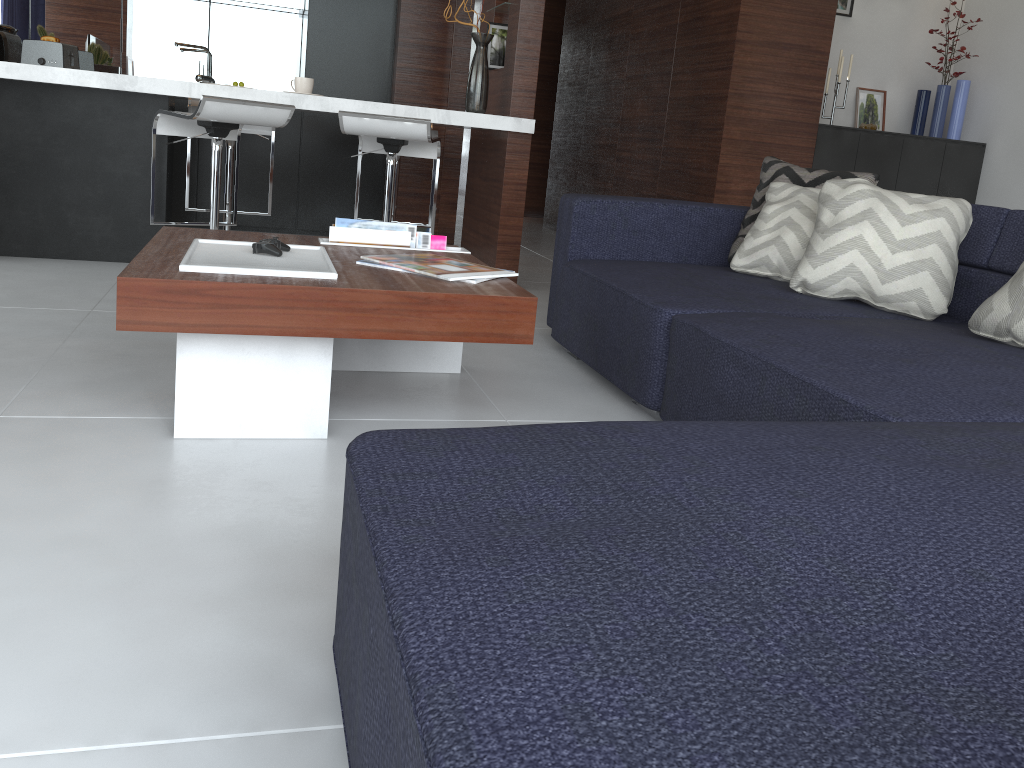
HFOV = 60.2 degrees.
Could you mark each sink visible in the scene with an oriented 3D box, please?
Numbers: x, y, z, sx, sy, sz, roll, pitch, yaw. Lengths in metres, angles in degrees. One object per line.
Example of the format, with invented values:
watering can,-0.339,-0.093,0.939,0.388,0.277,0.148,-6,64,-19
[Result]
sink,-1.874,-1.743,5.165,0.852,0.484,0.513,2,14,-16

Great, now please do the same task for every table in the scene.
table,-0.451,-0.141,2.114,0.804,0.346,0.816,1,15,-16

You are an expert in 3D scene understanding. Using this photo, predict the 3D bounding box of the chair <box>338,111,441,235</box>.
chair,-0.548,-0.793,3.809,0.396,0.697,0.472,6,12,1

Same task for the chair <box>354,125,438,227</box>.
chair,-0.583,-0.985,4.445,0.396,0.728,0.472,4,12,-11

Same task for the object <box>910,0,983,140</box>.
object,2.532,-1.858,5.141,0.272,0.846,0.274,5,11,-2

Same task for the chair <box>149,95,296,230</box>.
chair,-1.169,-0.770,3.495,0.398,0.697,0.470,-5,16,-43

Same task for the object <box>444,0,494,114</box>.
object,-0.163,-1.539,3.796,0.198,0.722,0.394,-2,14,-35

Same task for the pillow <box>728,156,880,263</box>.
pillow,0.955,-0.552,2.928,0.420,0.379,0.222,18,17,42

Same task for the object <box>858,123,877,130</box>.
object,2.026,-1.461,5.028,0.100,0.045,0.105,14,16,28

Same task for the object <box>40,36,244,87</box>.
object,-1.923,-1.642,4.480,1.899,0.218,0.141,17,16,37

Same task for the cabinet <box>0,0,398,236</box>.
cabinet,-2.417,-2.217,4.903,3.474,2.512,0.718,2,12,-16

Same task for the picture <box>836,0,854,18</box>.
picture,1.841,-2.272,5.014,0.262,0.329,0.015,2,11,-17

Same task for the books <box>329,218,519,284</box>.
books,-2.494,-1.261,5.163,0.406,0.366,8.368,-4,18,-36

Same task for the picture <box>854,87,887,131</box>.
picture,2.115,-1.610,5.210,0.202,0.252,0.060,2,11,-17

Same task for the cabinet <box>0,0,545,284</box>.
cabinet,-1.522,-1.788,3.653,3.331,2.510,0.800,2,12,-16

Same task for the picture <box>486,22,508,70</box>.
picture,-0.037,-1.595,4.189,0.175,0.218,0.052,3,11,-13

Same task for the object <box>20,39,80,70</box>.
object,-2.613,-1.834,4.995,0.260,0.192,0.179,7,13,4

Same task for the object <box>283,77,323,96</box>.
object,-0.941,-1.338,3.990,0.182,0.085,0.185,-6,19,-39

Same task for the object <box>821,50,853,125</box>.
object,1.802,-1.643,4.899,0.101,0.419,0.102,-1,13,-33

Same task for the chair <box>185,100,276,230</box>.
chair,-1.329,-0.986,4.174,0.396,0.728,0.472,1,13,-21

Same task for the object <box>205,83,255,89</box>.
object,-1.278,-1.340,4.004,0.239,0.019,0.242,-9,21,-43

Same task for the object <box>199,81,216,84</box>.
object,-1.285,-1.337,3.952,0.027,0.008,0.250,18,20,40

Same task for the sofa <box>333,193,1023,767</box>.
sofa,0.586,-0.067,1.747,1.897,0.598,2.929,1,16,-16

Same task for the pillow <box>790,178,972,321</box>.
pillow,1.019,-0.382,2.434,0.421,0.345,0.283,12,14,26

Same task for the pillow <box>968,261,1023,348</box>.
pillow,1.264,-0.217,1.803,0.342,0.381,0.504,2,14,-16

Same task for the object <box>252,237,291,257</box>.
object,-0.552,-0.318,2.028,0.070,0.036,0.114,5,15,-4

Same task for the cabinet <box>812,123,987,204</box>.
cabinet,2.091,-1.158,5.118,1.129,0.574,0.405,1,13,-16

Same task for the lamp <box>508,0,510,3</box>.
lamp,0.026,-1.814,4.010,0.077,0.207,0.156,5,12,-5

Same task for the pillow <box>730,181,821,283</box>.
pillow,0.916,-0.455,2.696,0.420,0.289,0.333,15,16,34
